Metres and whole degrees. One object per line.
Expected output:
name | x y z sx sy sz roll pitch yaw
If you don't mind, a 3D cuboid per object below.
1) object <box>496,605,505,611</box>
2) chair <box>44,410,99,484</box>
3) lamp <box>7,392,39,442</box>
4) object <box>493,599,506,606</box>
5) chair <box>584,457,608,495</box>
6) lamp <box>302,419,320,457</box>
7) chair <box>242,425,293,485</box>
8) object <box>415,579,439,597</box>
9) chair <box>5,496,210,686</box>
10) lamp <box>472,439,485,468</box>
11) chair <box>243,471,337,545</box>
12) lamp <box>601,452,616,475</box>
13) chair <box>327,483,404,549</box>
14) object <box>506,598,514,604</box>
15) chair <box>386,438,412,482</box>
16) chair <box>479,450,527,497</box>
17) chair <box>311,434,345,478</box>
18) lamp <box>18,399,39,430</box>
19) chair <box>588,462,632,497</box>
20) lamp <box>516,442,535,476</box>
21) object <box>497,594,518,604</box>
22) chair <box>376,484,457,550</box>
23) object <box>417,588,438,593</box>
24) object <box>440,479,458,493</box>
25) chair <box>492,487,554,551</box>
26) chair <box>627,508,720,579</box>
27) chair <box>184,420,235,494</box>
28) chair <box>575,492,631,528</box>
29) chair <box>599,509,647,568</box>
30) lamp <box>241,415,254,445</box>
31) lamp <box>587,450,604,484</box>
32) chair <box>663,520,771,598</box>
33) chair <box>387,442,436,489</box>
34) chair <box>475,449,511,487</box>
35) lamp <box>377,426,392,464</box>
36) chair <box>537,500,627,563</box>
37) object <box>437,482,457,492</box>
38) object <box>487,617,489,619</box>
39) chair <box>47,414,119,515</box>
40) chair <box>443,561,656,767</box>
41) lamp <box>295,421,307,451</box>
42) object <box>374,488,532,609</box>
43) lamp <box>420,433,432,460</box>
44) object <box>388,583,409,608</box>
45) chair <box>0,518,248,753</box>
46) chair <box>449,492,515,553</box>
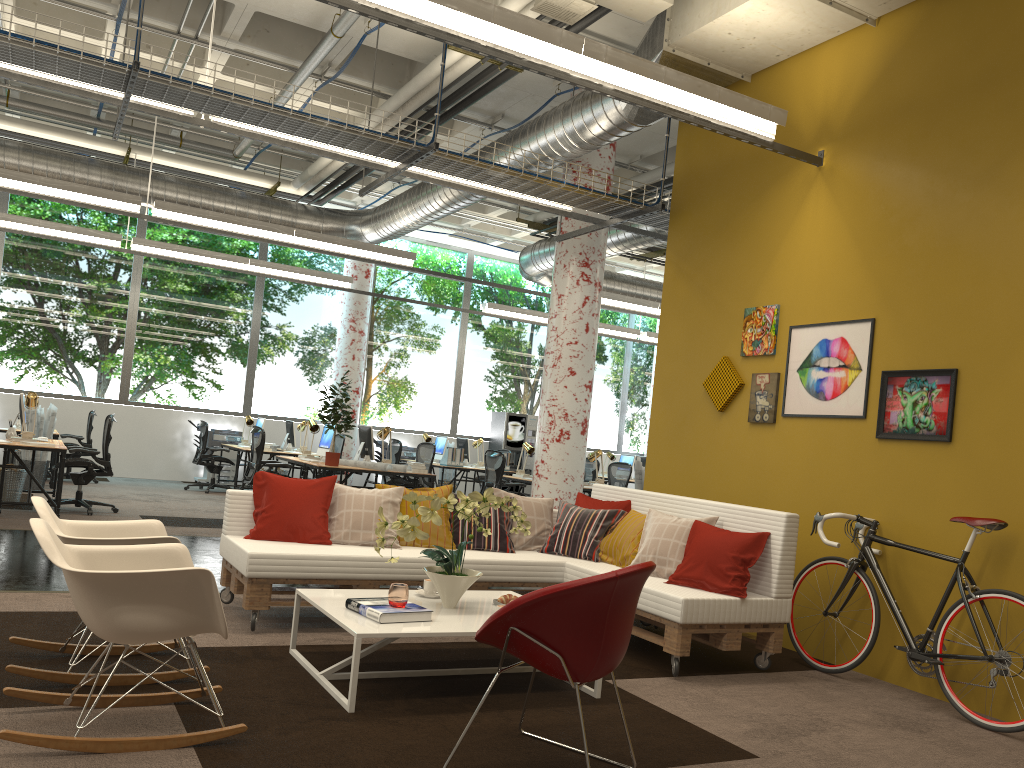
object | -0.033 1.084 4.166 0.086 0.085 0.079 6 -2 0
chair | -6.418 0.891 12.932 0.795 1.084 0.769 8 -3 -44
lamp | -4.844 0.376 8.820 0.219 0.610 0.528 6 -2 -8
object | 0.069 1.160 4.614 0.268 0.026 0.267 8 -4 -28
chair | 1.624 1.974 17.063 0.795 1.084 0.769 8 -3 -44
lamp | -2.534 0.744 11.149 0.219 0.610 0.528 6 -2 -8
chair | -2.823 1.049 10.377 0.795 1.084 0.769 8 -3 -44
object | -0.433 1.085 4.715 0.160 0.090 0.161 6 -3 -4
chair | -1.773 0.902 3.962 0.796 0.753 0.614 7 -2 -28
lamp | -0.579 1.256 15.440 0.219 0.610 0.528 6 -2 -8
chair | -1.369 0.771 5.503 0.535 0.444 0.301 6 -2 -12
lamp | 1.913 1.669 17.835 0.219 0.610 0.528 6 -2 -8
chair | -0.956 0.845 5.676 0.525 0.400 0.332 6 -2 -9
object | 0.004 1.132 4.557 0.070 0.059 0.131 6 -3 -6
chair | -1.868 1.497 15.178 0.795 1.084 0.769 8 -3 -44
chair | -0.112 1.446 11.917 0.795 1.084 0.769 8 -3 -44
chair | -3.103 1.343 14.722 0.795 1.084 0.769 8 -3 -44
lamp | -6.636 0.429 12.171 0.209 0.610 0.528 6 -2 -8
chair | 1.390 1.666 12.939 0.795 1.084 0.769 8 -3 -44
lamp | 0.182 1.141 12.690 0.209 0.610 0.528 6 -2 -8
object | -0.012 1.137 4.661 0.135 0.061 0.072 6 -3 -8
chair | -0.634 0.874 5.883 0.547 0.438 0.316 6 -2 -16
object | -0.447 1.114 4.774 0.132 0.011 0.028 4 -4 17
object | -1.171 1.962 16.195 0.353 0.434 0.369 5 -2 7
chair | 0.109 0.978 6.295 0.546 0.437 0.334 7 -2 -23
chair | 0.990 1.009 5.544 0.525 0.427 0.313 3 -3 40
chair | -4.605 1.124 13.700 0.795 1.084 0.769 8 -3 -44
chair | 0.618 1.023 6.408 0.533 0.436 0.288 4 -3 34
chair | 0.804 1.047 5.908 0.367 0.381 0.521 7 -3 -32
lamp | -4.315 0.819 14.472 0.219 0.610 0.528 6 -2 -8
lamp | 1.172 1.204 12.178 0.209 0.610 0.528 6 -2 -8
chair | 1.204 1.024 5.175 0.518 0.394 0.336 3 -3 40
chair | -1.321 1.269 11.398 0.795 1.084 0.769 8 -3 -44
chair | -0.365 1.717 16.200 0.795 1.084 0.769 8 -3 -44
lamp | -1.539 0.807 10.638 0.209 0.610 0.528 6 -2 -8
chair | 0.476 1.030 6.146 0.515 0.392 0.359 4 -3 31
object | -1.128 1.895 15.174 0.354 0.434 0.358 7 -2 -32
object | -0.041 1.121 4.165 0.160 0.020 0.161 4 -4 26
chair | -4.631 0.837 9.580 0.795 1.084 0.769 8 -3 -44
chair | 0.175 1.012 3.250 0.635 0.811 0.837 4 -3 36
lamp | -3.321 0.882 13.961 0.209 0.610 0.528 6 -2 -8
object | -0.301 0.817 4.473 0.789 0.615 0.417 6 -2 -16
lamp | -1.574 1.193 15.950 0.209 0.610 0.528 6 -2 -8
object | -0.525 0.979 4.094 0.094 0.106 0.095 5 -2 23
chair | -1.398 0.891 3.262 0.796 0.753 0.614 7 -2 -28
chair | -0.222 0.958 6.038 0.524 0.407 0.341 6 -2 -12
